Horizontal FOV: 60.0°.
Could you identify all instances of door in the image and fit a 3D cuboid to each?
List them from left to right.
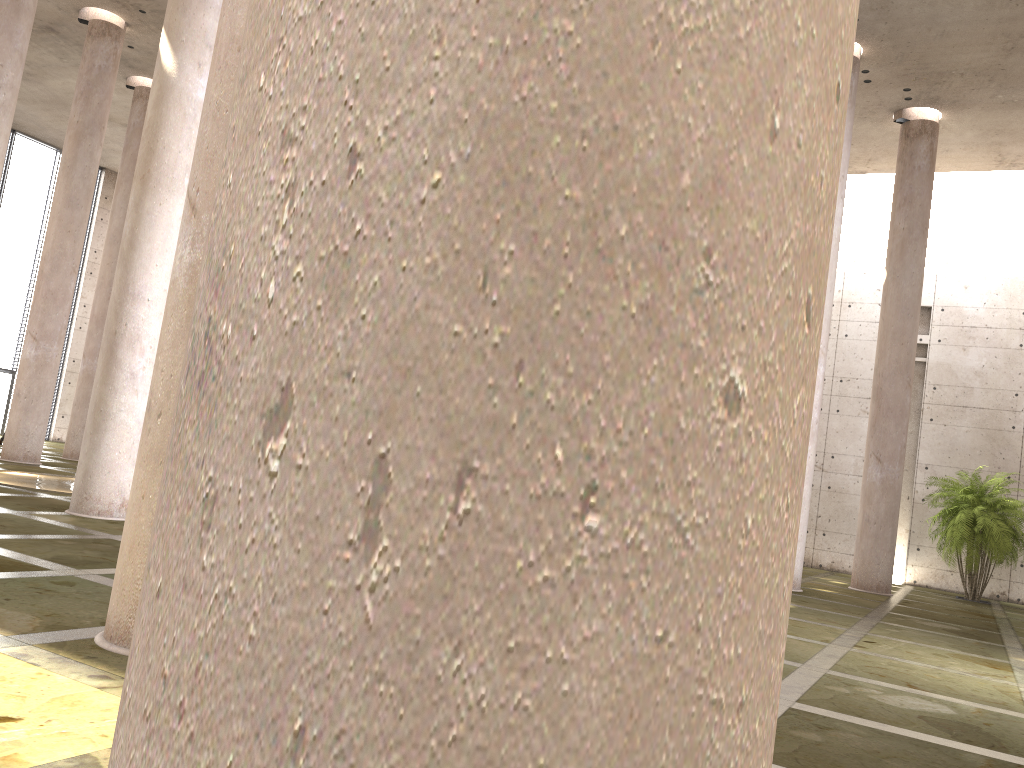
[{"bbox_3d":[-18.201,0.536,30.350,0.761,2.300,2.132,8,-6,8],"label":"door"}]

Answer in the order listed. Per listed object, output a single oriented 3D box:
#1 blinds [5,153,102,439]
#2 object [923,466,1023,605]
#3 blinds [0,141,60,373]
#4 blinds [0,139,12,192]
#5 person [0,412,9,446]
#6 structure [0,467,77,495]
[{"bbox_3d":[-16.772,-3.188,32.504,0.202,10.355,1.676,6,-6,28],"label":"blinds"},{"bbox_3d":[10.963,3.568,20.794,2.483,3.247,2.333,11,-6,-24],"label":"object"},{"bbox_3d":[-17.381,-4.420,31.008,0.202,7.905,1.676,6,-6,28],"label":"blinds"},{"bbox_3d":[-18.395,-3.611,29.363,0.202,10.110,1.676,6,-6,28],"label":"blinds"},{"bbox_3d":[-13.960,0.918,24.932,0.789,1.752,0.001,8,-6,8],"label":"person"},{"bbox_3d":[-7.756,1.627,16.064,3.913,1.279,3.916,8,-6,0],"label":"structure"}]
